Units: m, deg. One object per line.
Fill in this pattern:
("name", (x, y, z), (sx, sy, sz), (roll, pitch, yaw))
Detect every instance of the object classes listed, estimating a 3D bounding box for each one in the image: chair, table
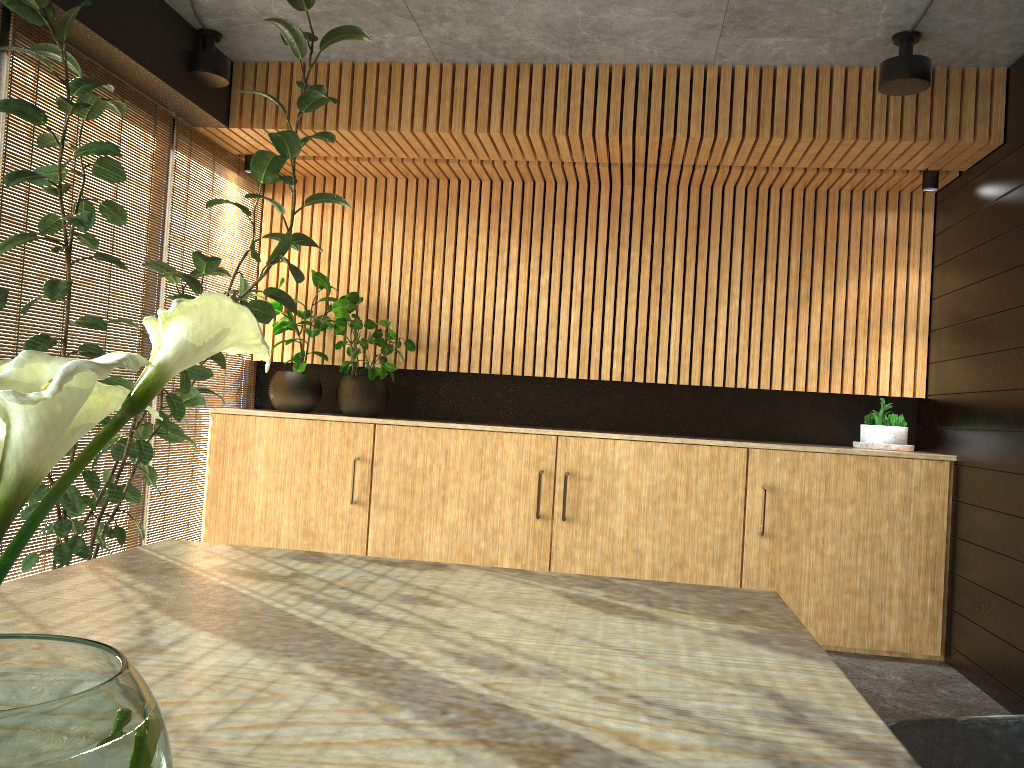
("chair", (0.902, 1.016, 1.374), (0.761, 0.944, 0.706), (3, -2, 8))
("table", (-0.448, 0.920, 0.650), (1.816, 0.927, 3.932), (3, -2, 8))

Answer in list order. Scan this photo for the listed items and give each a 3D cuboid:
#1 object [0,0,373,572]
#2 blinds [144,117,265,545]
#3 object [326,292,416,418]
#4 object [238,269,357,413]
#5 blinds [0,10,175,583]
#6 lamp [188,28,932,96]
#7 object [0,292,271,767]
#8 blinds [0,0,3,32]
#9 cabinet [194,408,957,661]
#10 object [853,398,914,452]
("object", (-1.900, -0.243, 4.110), (1.875, 3.266, 1.958), (5, -2, -44))
("blinds", (-2.077, -0.118, 6.153), (0.039, 3.038, 1.422), (3, -2, 8))
("object", (-1.085, -0.207, 6.323), (0.679, 0.880, 0.512), (3, -2, 11))
("object", (-1.586, -0.322, 6.409), (0.640, 1.054, 0.666), (5, -2, -41))
("blinds", (-2.271, -0.171, 4.699), (0.039, 3.038, 1.422), (3, -2, 8))
("lamp", (0.146, -1.829, 4.967), (4.179, 0.294, 0.257), (3, -2, 8))
("object", (-0.403, 0.187, 0.692), (0.295, 0.546, 0.322), (3, -2, 18))
("blinds", (-2.470, -0.225, 3.219), (0.039, 3.038, 1.422), (3, -2, 8))
("cabinet", (0.309, 0.953, 6.197), (4.954, 1.272, 1.006), (3, -2, 8))
("object", (2.518, 0.272, 5.998), (0.384, 0.347, 0.384), (3, -2, 30))
